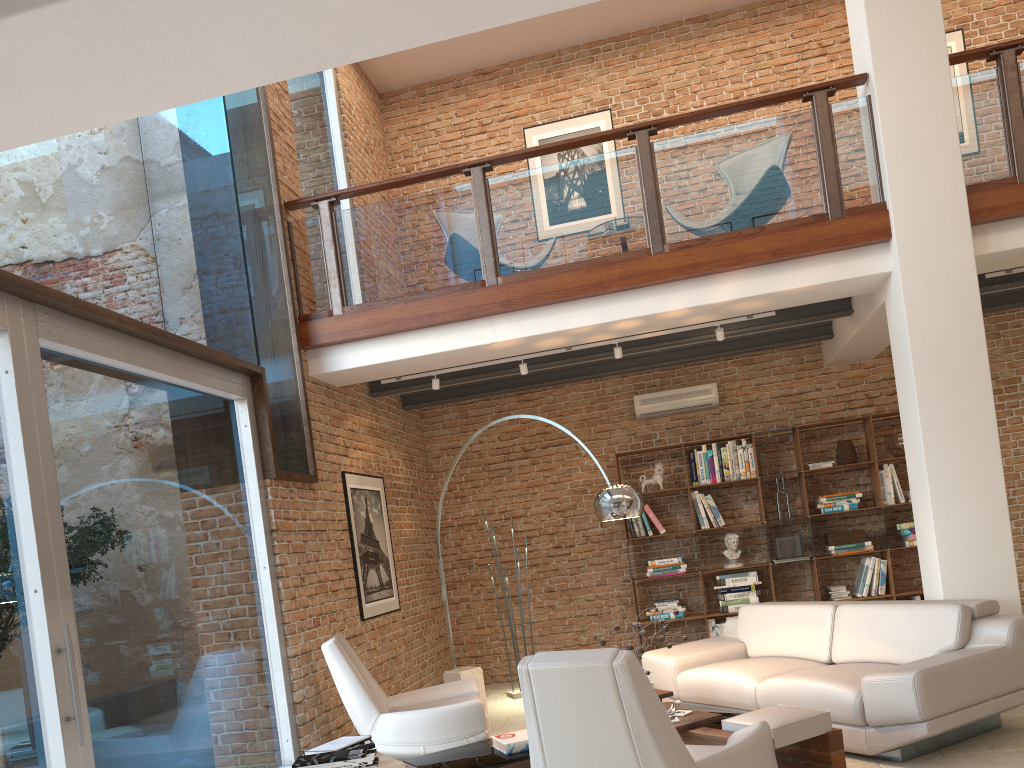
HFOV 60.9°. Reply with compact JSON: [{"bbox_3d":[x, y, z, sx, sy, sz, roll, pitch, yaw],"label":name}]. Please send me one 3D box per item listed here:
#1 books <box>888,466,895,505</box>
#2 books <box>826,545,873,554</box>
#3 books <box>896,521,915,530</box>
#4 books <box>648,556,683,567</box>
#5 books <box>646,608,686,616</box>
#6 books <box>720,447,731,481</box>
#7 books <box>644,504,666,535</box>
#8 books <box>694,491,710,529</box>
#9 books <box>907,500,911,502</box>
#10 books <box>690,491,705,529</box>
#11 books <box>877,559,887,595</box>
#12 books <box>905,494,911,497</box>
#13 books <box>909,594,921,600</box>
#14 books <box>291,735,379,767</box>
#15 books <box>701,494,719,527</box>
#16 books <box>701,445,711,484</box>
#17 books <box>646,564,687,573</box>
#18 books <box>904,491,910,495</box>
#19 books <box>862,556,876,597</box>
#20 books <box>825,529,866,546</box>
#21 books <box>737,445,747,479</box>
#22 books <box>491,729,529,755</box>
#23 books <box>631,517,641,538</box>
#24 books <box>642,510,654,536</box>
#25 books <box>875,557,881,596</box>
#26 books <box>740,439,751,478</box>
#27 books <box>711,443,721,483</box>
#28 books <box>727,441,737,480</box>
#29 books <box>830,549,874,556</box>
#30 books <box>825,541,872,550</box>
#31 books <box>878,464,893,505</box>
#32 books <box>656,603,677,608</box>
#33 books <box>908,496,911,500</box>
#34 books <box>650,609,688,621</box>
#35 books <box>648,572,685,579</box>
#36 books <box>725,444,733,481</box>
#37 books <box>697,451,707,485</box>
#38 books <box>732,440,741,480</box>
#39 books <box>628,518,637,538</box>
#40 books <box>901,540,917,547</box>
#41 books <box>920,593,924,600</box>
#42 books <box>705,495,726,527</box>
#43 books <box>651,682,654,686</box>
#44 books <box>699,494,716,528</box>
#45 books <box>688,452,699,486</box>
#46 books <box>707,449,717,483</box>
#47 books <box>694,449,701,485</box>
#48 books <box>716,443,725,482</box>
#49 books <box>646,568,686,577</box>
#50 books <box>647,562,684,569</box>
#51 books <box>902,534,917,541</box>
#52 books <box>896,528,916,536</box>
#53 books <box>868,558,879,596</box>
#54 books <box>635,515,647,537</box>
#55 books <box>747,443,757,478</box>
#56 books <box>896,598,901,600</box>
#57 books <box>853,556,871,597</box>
[{"bbox_3d":[3.542,0.960,8.205,0.021,0.355,0.273,-8,-4,10],"label":"books"},{"bbox_3d":[3.208,1.573,8.301,0.381,0.036,0.248,-9,-10,6],"label":"books"},{"bbox_3d":[3.781,1.319,8.178,0.330,0.055,0.256,-11,-11,20],"label":"books"},{"bbox_3d":[1.521,1.752,8.617,0.328,0.055,0.257,-10,-10,13],"label":"books"},{"bbox_3d":[1.525,2.243,8.630,0.381,0.036,0.247,-10,-10,11],"label":"books"},{"bbox_3d":[2.070,0.790,8.472,0.056,0.326,0.256,-8,-4,10],"label":"books"},{"bbox_3d":[1.415,1.342,8.647,0.196,0.315,0.256,-8,-4,10],"label":"books"},{"bbox_3d":[1.856,1.232,8.530,0.104,0.379,0.245,-8,-3,10],"label":"books"},{"bbox_3d":[3.798,1.087,8.160,0.172,0.018,0.238,-11,-11,18],"label":"books"},{"bbox_3d":[1.823,1.242,8.560,0.102,0.379,0.245,-8,-3,10],"label":"books"},{"bbox_3d":[3.477,1.818,8.234,0.117,0.330,0.256,-8,-4,10],"label":"books"},{"bbox_3d":[3.789,1.033,8.150,0.172,0.018,0.239,-10,-11,13],"label":"books"},{"bbox_3d":[3.818,2.166,8.177,0.069,0.380,0.245,-8,-3,10],"label":"books"},{"bbox_3d":[-0.818,1.757,4.128,0.388,0.078,0.579,-7,-10,-6],"label":"books"},{"bbox_3d":[1.934,1.239,8.534,0.125,0.344,0.274,-8,-4,10],"label":"books"},{"bbox_3d":[1.896,0.794,8.516,0.037,0.379,0.245,-8,-3,10],"label":"books"},{"bbox_3d":[1.521,1.816,8.601,0.380,0.036,0.248,-8,-10,4],"label":"books"},{"bbox_3d":[3.777,1.008,8.147,0.132,0.033,0.209,-8,-10,0],"label":"books"},{"bbox_3d":[3.359,1.819,8.252,0.162,0.368,0.245,-8,-3,10],"label":"books"},{"bbox_3d":[3.164,1.460,8.281,0.337,0.117,0.215,-9,-8,11],"label":"books"},{"bbox_3d":[2.219,0.766,8.452,0.056,0.326,0.256,-8,-4,10],"label":"books"},{"bbox_3d":[0.082,1.910,4.684,0.325,0.055,0.260,-4,-11,-19],"label":"books"},{"bbox_3d":[1.215,1.341,8.675,0.092,0.380,0.245,-8,-3,10],"label":"books"},{"bbox_3d":[1.317,1.324,8.642,0.122,0.377,0.245,-8,-3,10],"label":"books"},{"bbox_3d":[3.436,1.820,8.256,0.098,0.350,0.274,-8,-4,10],"label":"books"},{"bbox_3d":[2.263,0.732,8.448,0.037,0.379,0.245,-8,-3,10],"label":"books"},{"bbox_3d":[1.986,0.777,8.493,0.037,0.379,0.245,-8,-3,10],"label":"books"},{"bbox_3d":[2.138,0.756,8.486,0.037,0.379,0.245,-8,-3,10],"label":"books"},{"bbox_3d":[3.223,1.597,8.285,0.357,0.020,0.275,-9,-11,9],"label":"books"},{"bbox_3d":[3.183,1.534,8.270,0.381,0.036,0.247,-9,-10,9],"label":"books"},{"bbox_3d":[3.511,0.950,8.200,0.037,0.379,0.245,-8,-3,10],"label":"books"},{"bbox_3d":[1.534,2.191,8.640,0.207,0.033,0.134,-10,-10,11],"label":"books"},{"bbox_3d":[3.784,1.060,8.147,0.134,0.033,0.207,-11,-11,20],"label":"books"},{"bbox_3d":[1.550,2.284,8.617,0.330,0.055,0.256,-11,-11,20],"label":"books"},{"bbox_3d":[1.530,1.883,8.614,0.357,0.020,0.275,-10,-11,10],"label":"books"},{"bbox_3d":[2.109,0.772,8.479,0.021,0.355,0.273,-8,-4,10],"label":"books"},{"bbox_3d":[1.853,0.828,8.521,0.056,0.326,0.256,-8,-4,10],"label":"books"},{"bbox_3d":[2.172,0.748,8.466,0.037,0.379,0.245,-8,-3,10],"label":"books"},{"bbox_3d":[1.177,1.347,8.675,0.092,0.380,0.245,-8,-3,10],"label":"books"},{"bbox_3d":[3.836,1.477,8.160,0.328,0.055,0.257,-10,-10,13],"label":"books"},{"bbox_3d":[3.908,2.151,8.164,0.069,0.380,0.245,-8,-3,10],"label":"books"},{"bbox_3d":[1.979,1.238,8.510,0.159,0.325,0.256,-8,-4,10],"label":"books"},{"bbox_3d":[0.670,1.923,5.448,0.255,0.073,0.399,-16,-13,42],"label":"books"},{"bbox_3d":[1.911,1.241,8.529,0.125,0.344,0.274,-8,-4,10],"label":"books"},{"bbox_3d":[1.781,0.844,8.555,0.056,0.326,0.256,-8,-4,10],"label":"books"},{"bbox_3d":[1.948,0.815,8.522,0.056,0.326,0.256,-8,-4,10],"label":"books"},{"bbox_3d":[1.817,0.823,8.546,0.021,0.355,0.273,-8,-4,10],"label":"books"},{"bbox_3d":[2.024,0.773,8.495,0.037,0.379,0.245,-8,-3,10],"label":"books"},{"bbox_3d":[1.516,1.855,8.610,0.381,0.036,0.248,-9,-10,6],"label":"books"},{"bbox_3d":[1.519,1.791,8.621,0.357,0.020,0.275,-9,-11,9],"label":"books"},{"bbox_3d":[3.853,1.418,8.155,0.327,0.055,0.258,-9,-10,6],"label":"books"},{"bbox_3d":[3.804,1.372,8.175,0.328,0.055,0.258,-9,-10,10],"label":"books"},{"bbox_3d":[3.413,1.820,8.252,0.098,0.350,0.274,-8,-4,10],"label":"books"},{"bbox_3d":[1.272,1.361,8.684,0.103,0.330,0.256,-8,-4,10],"label":"books"},{"bbox_3d":[2.318,0.754,8.454,0.056,0.326,0.256,-8,-4,10],"label":"books"},{"bbox_3d":[3.686,2.204,8.217,0.051,0.355,0.273,-8,-4,10],"label":"books"},{"bbox_3d":[3.323,1.830,8.283,0.164,0.368,0.245,-8,-3,10],"label":"books"}]
